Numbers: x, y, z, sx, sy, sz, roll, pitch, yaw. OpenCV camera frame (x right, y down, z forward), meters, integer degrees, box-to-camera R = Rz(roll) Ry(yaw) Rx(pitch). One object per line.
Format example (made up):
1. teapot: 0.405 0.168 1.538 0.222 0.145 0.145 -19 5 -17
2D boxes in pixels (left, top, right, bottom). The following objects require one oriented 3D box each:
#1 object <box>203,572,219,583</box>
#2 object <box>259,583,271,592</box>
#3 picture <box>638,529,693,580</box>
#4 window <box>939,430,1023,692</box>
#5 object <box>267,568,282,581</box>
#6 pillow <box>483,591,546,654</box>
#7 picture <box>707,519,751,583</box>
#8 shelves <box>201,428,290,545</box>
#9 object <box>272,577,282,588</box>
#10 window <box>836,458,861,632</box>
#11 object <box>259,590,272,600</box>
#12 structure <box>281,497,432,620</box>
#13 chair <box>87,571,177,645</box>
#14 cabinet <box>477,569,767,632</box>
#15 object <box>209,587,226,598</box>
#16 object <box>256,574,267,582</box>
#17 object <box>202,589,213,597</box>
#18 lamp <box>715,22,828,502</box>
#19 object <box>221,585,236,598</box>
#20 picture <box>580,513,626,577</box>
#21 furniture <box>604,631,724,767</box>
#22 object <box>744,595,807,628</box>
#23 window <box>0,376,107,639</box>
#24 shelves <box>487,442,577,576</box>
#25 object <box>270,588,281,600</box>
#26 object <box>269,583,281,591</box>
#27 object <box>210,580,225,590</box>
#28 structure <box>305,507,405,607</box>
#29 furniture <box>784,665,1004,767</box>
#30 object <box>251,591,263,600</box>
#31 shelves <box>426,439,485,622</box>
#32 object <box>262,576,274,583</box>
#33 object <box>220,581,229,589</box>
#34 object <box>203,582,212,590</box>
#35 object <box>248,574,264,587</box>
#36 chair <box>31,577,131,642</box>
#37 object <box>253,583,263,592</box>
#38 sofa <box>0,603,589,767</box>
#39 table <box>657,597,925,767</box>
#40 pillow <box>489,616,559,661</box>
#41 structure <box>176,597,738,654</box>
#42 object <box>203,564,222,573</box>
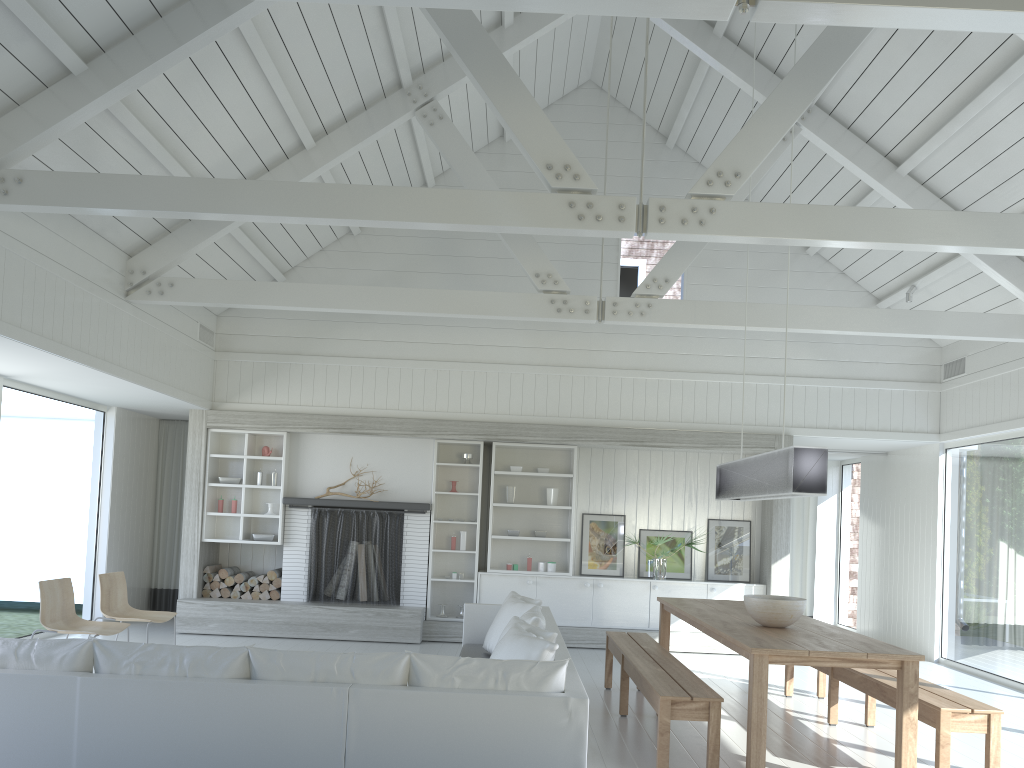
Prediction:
1. object: -3.362 2.174 9.969 0.109 0.109 0.498 3 -8 -1
2. object: -2.739 2.286 9.966 0.109 0.109 0.498 3 -8 -1
3. picture: 1.742 1.935 10.004 0.609 0.551 0.054 3 -2 0
4. window: 4.737 1.040 4.302 0.080 2.403 11.020 3 -8 0
5. object: -2.656 2.150 9.973 0.110 0.110 0.498 3 -8 -1
6. pillow: 0.054 1.953 6.964 0.462 0.474 2.073 3 -8 -7
7. picture: 2.462 1.890 9.997 0.495 0.700 0.066 3 -2 0
8. shelves: -2.932 1.164 9.924 0.865 1.233 0.552 3 -3 0
9. object: -2.596 2.232 9.969 0.109 0.109 0.498 3 -8 -1
10. window: 4.746 2.254 12.336 0.038 2.416 0.951 3 -3 0
11. object: -2.727 2.378 9.979 0.134 0.146 0.552 3 -8 0
12. structure: -1.726 1.969 10.006 1.616 1.280 0.865 3 -4 0
13. chair: -3.089 1.932 7.147 0.555 0.776 0.599 3 -5 0
14. cabinet: 1.205 2.461 9.986 3.181 0.548 0.658 3 -6 0
15. object: -3.270 2.355 9.978 0.134 0.146 0.552 3 -8 0
16. object: -2.785 2.180 9.957 0.086 0.091 0.483 3 -8 -1
17. object: -3.372 2.354 9.970 0.108 0.105 0.519 3 -8 -1
18. lamp: 1.807 -1.323 6.126 0.200 4.222 1.918 3 -3 0
19. object: -3.166 2.342 9.964 0.110 0.110 0.498 3 -8 -1
20. picture: 1.032 1.828 9.996 0.495 0.700 0.066 3 -2 0
21. furniture: 0.947 2.109 6.031 0.340 0.468 2.703 2 -8 0
22. object: 1.679 1.459 5.639 0.389 0.184 0.392 4 -8 -9
23. window: -4.513 0.800 5.400 0.080 2.404 8.787 3 -8 0
24. shelves: 0.224 1.425 10.050 0.939 1.436 0.608 3 -3 0
25. object: -2.623 2.365 9.964 0.110 0.110 0.498 3 -8 -1
26. object: -2.645 2.280 9.960 0.080 0.079 0.482 3 -8 -1
27. object: -3.281 2.262 9.966 0.109 0.109 0.498 3 -8 -1
28. structure: -1.723 1.893 9.652 1.097 1.058 0.117 3 -2 0
29. furniture: 2.444 2.175 6.032 0.340 0.468 2.703 2 -8 0
30. object: -2.829 2.378 9.970 0.108 0.105 0.519 3 -8 -1
31. shelves: -0.630 1.663 10.038 0.541 1.990 0.608 3 -3 0
32. object: -2.722 2.194 9.957 0.080 0.079 0.482 3 -8 -1
33. object: -3.188 2.256 9.960 0.080 0.079 0.482 3 -8 -1
34. object: -3.367 2.261 9.953 0.080 0.079 0.482 3 -8 -1
35. object: -2.867 2.217 9.969 0.109 0.109 0.498 3 -8 -1
36. chair: -3.143 1.811 6.367 0.555 0.776 0.599 3 -5 0
37. object: -2.825 2.284 9.953 0.080 0.079 0.482 3 -8 -1
38. sofa: -1.397 1.865 6.037 3.476 0.733 4.168 2 -8 0
39. table: 1.677 1.996 6.043 0.906 0.758 2.973 2 -8 0
40. pillow: 0.019 1.700 5.301 0.466 0.474 1.328 3 -8 -8
41. structure: -0.389 2.740 10.277 6.348 0.344 1.898 3 -8 0
42. object: -3.375 2.082 9.960 0.080 0.079 0.482 3 -8 -1
